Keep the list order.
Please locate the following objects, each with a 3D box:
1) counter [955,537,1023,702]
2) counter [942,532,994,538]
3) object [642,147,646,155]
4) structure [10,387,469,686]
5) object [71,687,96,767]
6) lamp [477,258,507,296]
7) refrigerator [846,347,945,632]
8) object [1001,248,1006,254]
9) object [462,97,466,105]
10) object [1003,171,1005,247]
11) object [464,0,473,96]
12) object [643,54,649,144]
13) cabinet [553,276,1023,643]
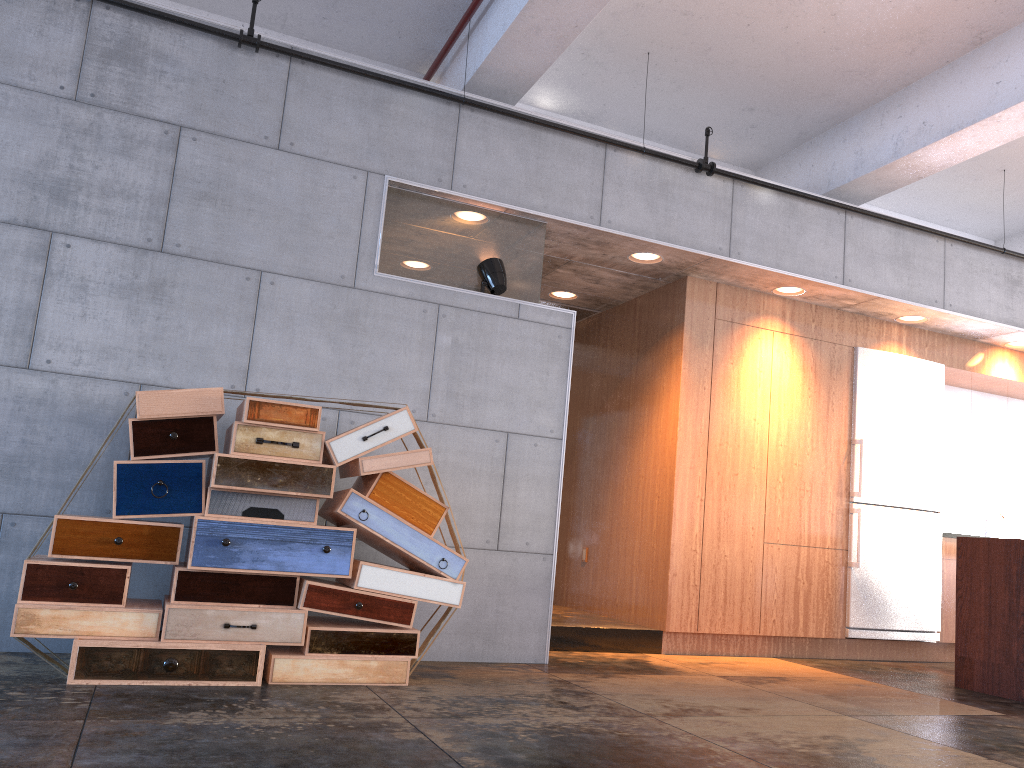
[{"bbox_3d":[6.187,1.893,6.571,6.763,0.968,1.127,9,-10,-23],"label":"counter"},{"bbox_3d":[5.283,1.653,8.861,4.532,0.039,1.586,9,-10,-23],"label":"counter"},{"bbox_3d":[5.500,1.476,8.573,0.054,0.051,0.062,10,-11,-29],"label":"object"},{"bbox_3d":[-1.154,0.694,4.150,1.944,1.311,0.629,9,-10,-23],"label":"structure"},{"bbox_3d":[2.977,2.192,6.148,27.642,0.001,19.482,9,-10,-22],"label":"object"},{"bbox_3d":[-0.122,-0.644,5.425,0.175,0.258,0.207,13,-12,-40],"label":"lamp"},{"bbox_3d":[3.067,0.853,7.149,0.973,2.185,0.216,9,-10,-25],"label":"refrigerator"},{"bbox_3d":[5.482,1.521,8.581,0.063,0.053,0.051,7,-10,-15],"label":"object"},{"bbox_3d":[5.414,1.532,8.594,0.051,0.053,0.063,1,-10,21],"label":"object"},{"bbox_3d":[5.455,1.507,8.532,0.063,0.053,0.051,2,-10,15],"label":"object"},{"bbox_3d":[5.398,1.487,8.618,0.051,0.053,0.064,1,-10,26],"label":"object"},{"bbox_3d":[5.364,1.461,8.562,0.050,0.059,0.060,3,-9,13],"label":"object"},{"bbox_3d":[4.489,1.183,8.976,8.238,2.555,2.347,9,-10,-23],"label":"cabinet"}]
